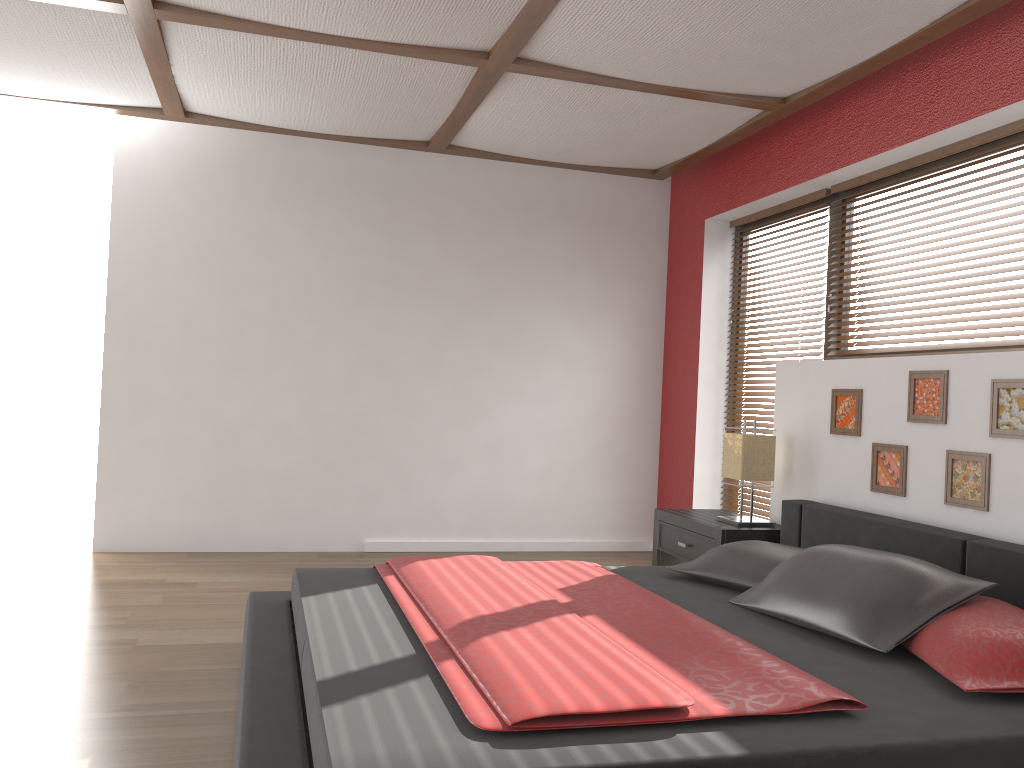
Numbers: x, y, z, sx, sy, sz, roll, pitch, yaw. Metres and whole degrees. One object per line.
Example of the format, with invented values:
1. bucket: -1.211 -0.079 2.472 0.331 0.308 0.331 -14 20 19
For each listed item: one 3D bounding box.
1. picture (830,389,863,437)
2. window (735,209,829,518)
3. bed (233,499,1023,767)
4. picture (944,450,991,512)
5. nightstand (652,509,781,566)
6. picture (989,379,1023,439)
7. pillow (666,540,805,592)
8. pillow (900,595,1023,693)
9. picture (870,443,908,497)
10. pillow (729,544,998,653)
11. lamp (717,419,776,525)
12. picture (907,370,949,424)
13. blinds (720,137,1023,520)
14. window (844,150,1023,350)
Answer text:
1. picture: 1.444 0.122 3.835 0.010 0.200 0.200 3 -1 -16
2. window: 1.502 0.007 4.960 0.020 1.893 0.889 3 -1 -16
3. bed: 0.418 0.739 2.765 2.413 0.577 2.469 3 -1 -16
4. picture: 1.622 0.342 3.162 0.010 0.200 0.200 3 -1 -16
5. nightstand: 1.012 0.868 4.328 0.413 0.423 0.700 3 -1 -16
6. picture: 1.687 0.083 2.977 0.010 0.200 0.200 3 -1 -16
7. pillow: 0.976 0.684 3.251 0.418 0.172 0.745 3 -1 -40
8. pillow: 1.274 0.684 2.388 0.418 0.172 0.745 3 -1 3
9. picture: 1.511 0.342 3.558 0.010 0.200 0.200 3 -1 -16
10. pillow: 1.034 0.627 2.735 0.386 0.241 0.744 3 -1 -20
11. lamp: 1.116 0.409 4.193 0.200 0.480 0.200 3 -1 -16
12. picture: 1.579 0.049 3.370 0.010 0.200 0.200 3 -1 -16
13. blinds: 1.963 0.035 3.064 0.032 1.952 4.840 3 -1 -16
14. window: 2.056 -0.540 3.088 0.020 0.786 2.817 3 -1 -16
